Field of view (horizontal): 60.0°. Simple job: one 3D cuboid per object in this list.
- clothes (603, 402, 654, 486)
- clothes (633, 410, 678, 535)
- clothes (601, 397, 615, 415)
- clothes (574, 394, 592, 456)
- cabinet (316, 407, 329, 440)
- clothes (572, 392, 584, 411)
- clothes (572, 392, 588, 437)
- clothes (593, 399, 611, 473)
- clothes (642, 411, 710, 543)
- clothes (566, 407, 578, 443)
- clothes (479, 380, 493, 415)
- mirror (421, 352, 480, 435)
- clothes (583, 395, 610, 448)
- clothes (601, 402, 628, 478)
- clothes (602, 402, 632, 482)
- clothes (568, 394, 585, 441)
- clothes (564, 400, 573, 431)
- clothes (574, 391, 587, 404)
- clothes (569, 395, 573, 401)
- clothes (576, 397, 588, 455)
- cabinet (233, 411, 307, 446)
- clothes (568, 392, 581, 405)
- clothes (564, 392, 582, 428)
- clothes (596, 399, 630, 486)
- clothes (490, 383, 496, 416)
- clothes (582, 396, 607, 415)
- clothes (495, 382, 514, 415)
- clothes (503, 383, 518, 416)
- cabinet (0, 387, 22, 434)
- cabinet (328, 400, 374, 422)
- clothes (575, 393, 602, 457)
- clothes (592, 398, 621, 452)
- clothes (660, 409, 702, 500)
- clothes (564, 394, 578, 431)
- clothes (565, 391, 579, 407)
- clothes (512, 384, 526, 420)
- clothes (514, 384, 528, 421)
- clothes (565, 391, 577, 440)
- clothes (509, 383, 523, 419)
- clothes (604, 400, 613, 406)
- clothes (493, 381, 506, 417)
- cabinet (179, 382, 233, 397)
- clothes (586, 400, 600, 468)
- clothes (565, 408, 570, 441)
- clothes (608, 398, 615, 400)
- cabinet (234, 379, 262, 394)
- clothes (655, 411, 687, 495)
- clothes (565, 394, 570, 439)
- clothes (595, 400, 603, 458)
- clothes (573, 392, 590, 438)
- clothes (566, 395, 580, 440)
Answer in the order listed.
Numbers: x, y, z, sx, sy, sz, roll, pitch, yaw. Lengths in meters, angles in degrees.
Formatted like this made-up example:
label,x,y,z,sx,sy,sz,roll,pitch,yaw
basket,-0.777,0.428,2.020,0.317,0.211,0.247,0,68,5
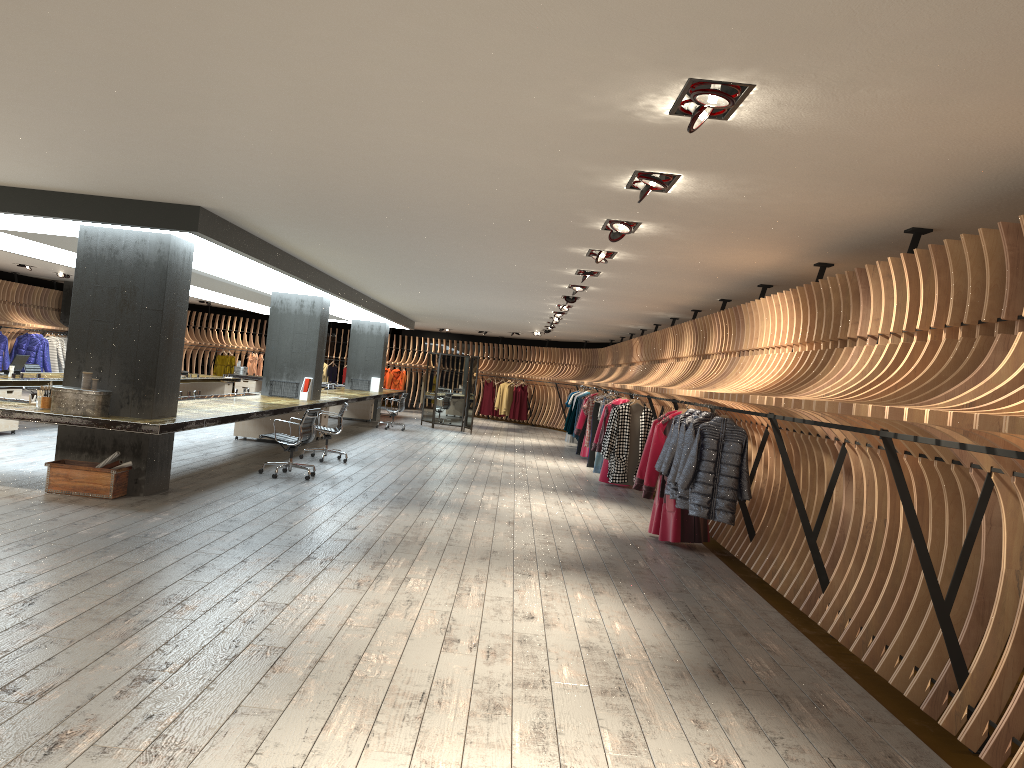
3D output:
label,x,y,z,sx,sy,sz,roll,pitch,yaw
clothes,1.669,0.833,12.303,0.772,1.161,0.191,6,0,-9
clothes,1.659,0.920,9.062,0.840,1.312,0.320,6,0,29
clothes,1.653,0.996,15.612,0.277,1.543,0.316,6,0,-1
clothes,1.695,0.837,18.012,0.840,1.312,0.321,6,0,-1
cabinet,-3.990,0.643,16.219,1.131,0.630,0.593,6,0,0
clothes,1.743,0.721,20.439,0.733,1.106,0.165,6,0,5
clothes,1.728,0.716,19.684,0.715,1.088,0.257,6,0,-4
clothes,1.632,1.004,15.320,0.373,1.536,0.312,6,0,12
clothes,1.728,0.934,8.783,0.840,1.317,0.318,6,0,8
clothes,1.692,0.913,22.271,0.677,1.434,0.204,6,0,-15
clothes,-0.783,0.441,28.629,0.444,1.129,0.127,6,0,-3
mirror,-1.535,0.203,22.207,2.113,1.892,0.442,6,0,41
clothes,1.679,0.732,16.882,0.759,1.030,0.179,6,0,-14
clothes,1.671,0.828,12.819,0.773,1.161,0.191,6,0,21
clothes,1.683,0.832,12.527,0.773,1.161,0.191,6,0,1
clothes,1.718,0.745,19.560,0.913,1.081,0.238,6,0,0
clothes,1.723,0.735,20.943,0.913,1.081,0.238,6,0,0
clothes,1.685,0.717,20.249,0.733,1.106,0.165,6,0,0
clothes,1.725,0.656,21.681,0.743,0.931,0.158,6,0,4
clothes,1.673,0.954,18.769,0.539,1.353,0.087,6,0,5
cabinet,-3.995,0.655,14.866,1.131,0.630,0.593,6,0,0
clothes,1.695,0.655,21.224,0.734,0.937,0.164,6,0,4
clothes,1.717,0.734,21.066,0.913,1.081,0.238,6,0,0
clothes,1.678,0.881,13.585,0.840,1.312,0.320,6,0,29
clothes,-0.603,0.461,28.459,0.126,1.129,0.444,6,0,-8
clothes,1.695,0.734,17.104,0.760,1.020,0.187,6,0,1
clothes,-0.129,0.473,28.010,0.777,1.053,0.151,6,0,1
clothes,0.026,0.490,27.853,0.152,1.053,0.776,6,0,41
cabinet,-7.410,0.329,12.061,1.131,0.630,0.593,6,0,0
cabinet,-4.089,0.575,22.275,1.131,0.630,0.593,6,0,0
clothes,1.693,0.840,17.722,0.840,1.312,0.321,6,0,9
clothes,1.678,0.879,13.874,0.840,1.312,0.321,6,0,19
clothes,1.634,0.653,8.120,0.501,0.854,0.245,6,0,-15
clothes,1.716,0.735,20.856,0.914,1.081,0.238,6,0,5
clothes,1.668,0.663,21.824,0.738,0.971,0.167,6,0,9
clothes,0.282,0.561,27.578,0.444,1.129,0.127,6,0,-3
clothes,0.331,0.567,27.499,0.443,1.129,0.127,6,0,-28
clothes,1.695,0.910,22.547,0.677,1.434,0.204,6,0,-10
clothes,0.169,0.548,27.703,0.443,1.129,0.127,6,0,-28
clothes,1.671,0.661,15.034,0.278,0.767,0.263,6,0,8
clothes,-0.353,0.489,28.227,0.443,1.129,0.127,6,0,-38
cabinet,-7.487,0.230,21.606,1.131,0.630,0.593,6,0,0
clothes,1.683,0.980,16.173,0.539,1.353,0.087,6,0,0
clothes,1.694,0.911,22.407,0.677,1.434,0.203,6,0,15
clothes,1.701,0.889,15.466,0.276,1.292,0.316,6,0,-36
cabinet,-7.470,0.197,25.308,0.593,0.630,1.131,6,0,0
clothes,1.661,0.667,8.399,0.166,0.854,0.746,6,0,-45
clothes,1.695,0.909,22.688,0.677,1.434,0.203,6,0,15
clothes,1.647,0.863,15.864,0.278,1.141,0.172,6,0,7
clothes,1.726,0.720,19.245,0.715,1.088,0.256,6,0,6
clothes,1.713,0.741,19.915,0.914,1.081,0.238,6,0,5
